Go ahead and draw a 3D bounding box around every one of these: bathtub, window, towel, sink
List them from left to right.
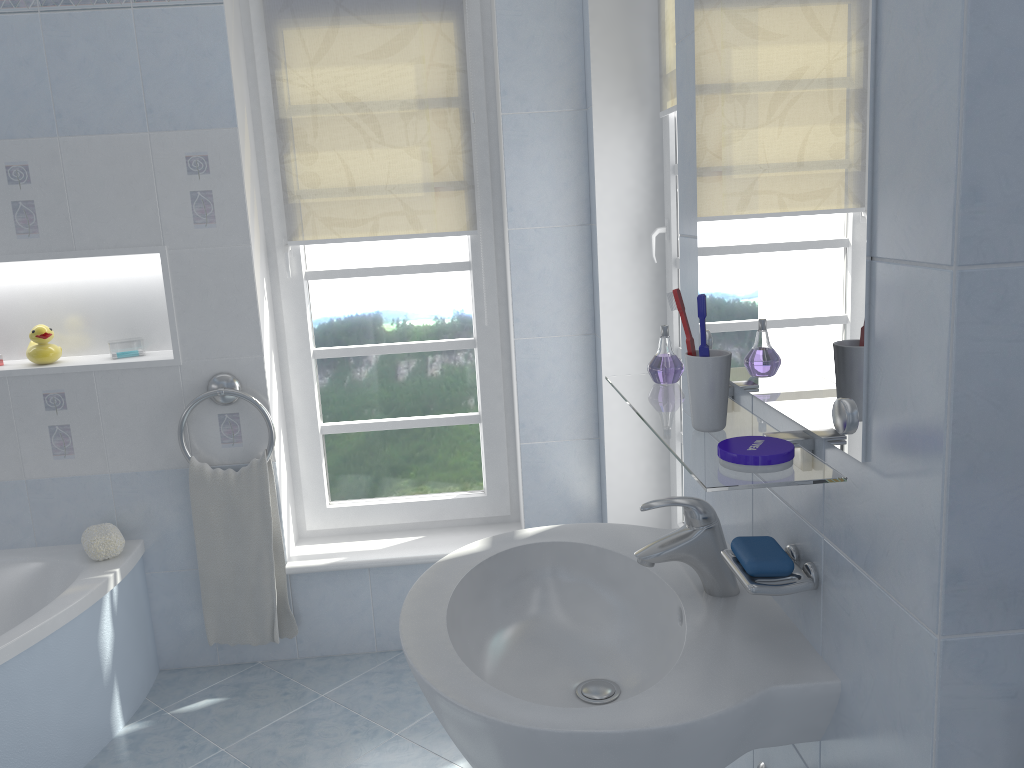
[{"bbox_3d":[-1.878,0.819,2.003,1.596,0.670,1.578,-4,11,-3],"label":"bathtub"},{"bbox_3d":[-0.835,0.515,2.747,0.280,0.635,0.083,-4,11,-3],"label":"towel"},{"bbox_3d":[-0.407,-0.510,2.833,0.758,2.067,0.142,-4,11,-3],"label":"window"},{"bbox_3d":[0.112,0.408,1.285,0.533,0.489,0.634,-4,11,-3],"label":"sink"},{"bbox_3d":[0.487,-0.414,2.107,0.142,2.067,0.963,-4,11,-3],"label":"window"}]

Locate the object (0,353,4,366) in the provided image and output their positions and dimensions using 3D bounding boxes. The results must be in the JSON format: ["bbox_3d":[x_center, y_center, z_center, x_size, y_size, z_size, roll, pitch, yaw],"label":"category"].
[{"bbox_3d":[-1.587,-0.103,2.725,0.030,0.096,0.030,-10,13,-31],"label":"object"}]

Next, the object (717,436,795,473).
[{"bbox_3d":[0.272,0.078,0.989,0.083,0.020,0.083,-2,11,4],"label":"object"}]

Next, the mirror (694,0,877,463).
[{"bbox_3d":[0.323,-0.311,1.159,0.012,0.680,0.620,-4,11,-3],"label":"mirror"}]

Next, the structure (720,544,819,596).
[{"bbox_3d":[0.324,0.233,1.117,0.092,0.034,0.124,-4,11,-3],"label":"structure"}]

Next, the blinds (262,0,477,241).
[{"bbox_3d":[-0.435,-0.956,2.684,0.598,1.032,0.046,-4,11,-3],"label":"blinds"}]

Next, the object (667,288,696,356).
[{"bbox_3d":[0.224,-0.034,1.140,0.050,0.178,0.012,5,14,35],"label":"object"}]

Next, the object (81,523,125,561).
[{"bbox_3d":[-1.225,0.472,2.657,0.105,0.077,0.165,-10,13,-31],"label":"object"}]

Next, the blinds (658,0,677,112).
[{"bbox_3d":[0.394,-1.015,1.985,0.046,0.732,0.800,-4,11,-3],"label":"blinds"}]

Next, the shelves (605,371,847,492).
[{"bbox_3d":[0.266,0.058,1.227,0.170,0.045,0.620,-4,11,-3],"label":"shelves"}]

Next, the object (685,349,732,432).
[{"bbox_3d":[0.251,0.010,1.131,0.058,0.100,0.058,-3,11,4],"label":"object"}]

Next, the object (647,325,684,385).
[{"bbox_3d":[0.248,-0.048,1.432,0.059,0.094,0.059,-10,13,-31],"label":"object"}]

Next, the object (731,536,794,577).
[{"bbox_3d":[0.313,0.216,1.113,0.060,0.027,0.090,-3,11,0],"label":"object"}]

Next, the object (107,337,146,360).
[{"bbox_3d":[-1.201,-0.111,2.762,0.102,0.053,0.072,-9,13,-27],"label":"object"}]

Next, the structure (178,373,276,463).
[{"bbox_3d":[-0.864,0.134,2.691,0.291,0.332,0.051,-4,11,-3],"label":"structure"}]

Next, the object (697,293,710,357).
[{"bbox_3d":[0.242,-0.027,1.109,0.012,0.175,0.054,1,12,22],"label":"object"}]

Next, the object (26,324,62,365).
[{"bbox_3d":[-1.437,-0.122,2.712,0.095,0.122,0.132,-12,14,-37],"label":"object"}]
